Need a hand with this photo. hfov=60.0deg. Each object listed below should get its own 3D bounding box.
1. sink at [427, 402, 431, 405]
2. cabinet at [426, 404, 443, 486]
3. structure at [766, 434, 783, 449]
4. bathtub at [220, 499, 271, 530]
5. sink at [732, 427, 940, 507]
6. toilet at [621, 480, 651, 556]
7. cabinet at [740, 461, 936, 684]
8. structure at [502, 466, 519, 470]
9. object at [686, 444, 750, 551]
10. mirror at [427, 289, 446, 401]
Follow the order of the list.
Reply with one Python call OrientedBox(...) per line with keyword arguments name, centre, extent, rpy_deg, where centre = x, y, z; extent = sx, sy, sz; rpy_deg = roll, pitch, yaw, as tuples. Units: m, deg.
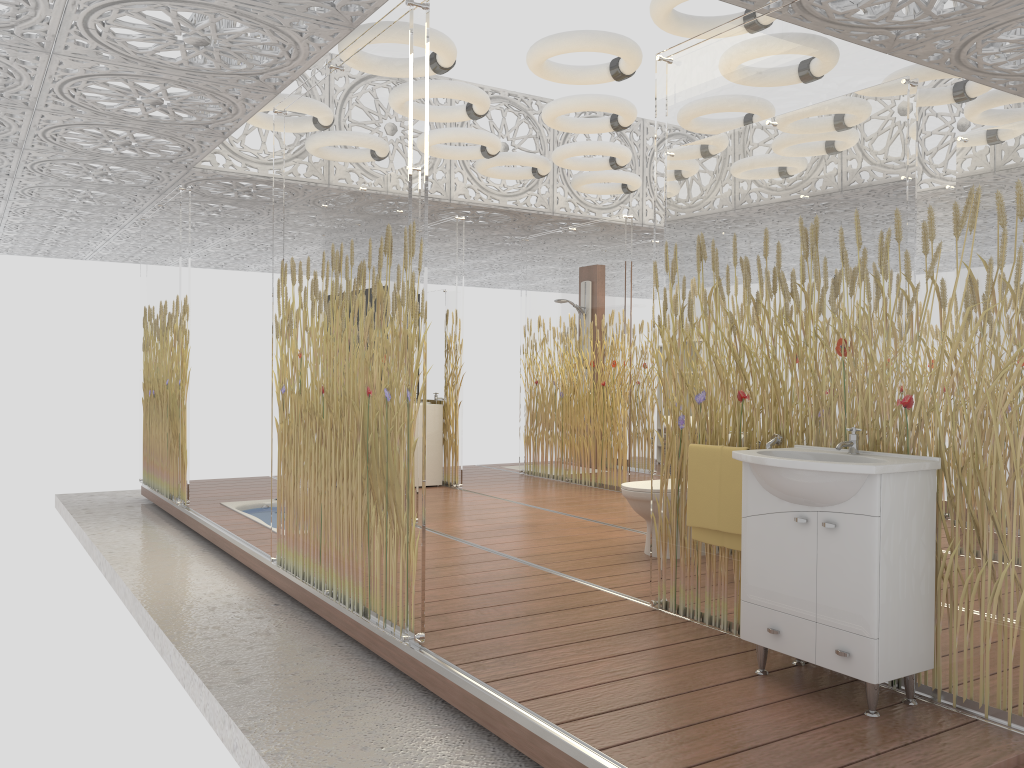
OrientedBox(name="sink", centre=(-1.062, 0.219, 8.767), extent=(0.499, 0.266, 0.573), rpy_deg=(0, 1, -29))
OrientedBox(name="cabinet", centre=(-1.078, 0.587, 8.760), extent=(0.549, 0.782, 0.643), rpy_deg=(0, 1, -32))
OrientedBox(name="structure", centre=(0.914, 0.287, 3.653), extent=(0.115, 0.183, 0.405), rpy_deg=(0, 1, -34))
OrientedBox(name="bathtub", centre=(-1.689, 1.118, 6.864), extent=(0.700, 0.582, 1.700), rpy_deg=(0, 1, -32))
OrientedBox(name="sink", centre=(1.081, 0.286, 3.094), extent=(0.454, 0.263, 0.603), rpy_deg=(0, 1, -32))
OrientedBox(name="toilet", centre=(0.955, 0.835, 5.471), extent=(0.611, 0.437, 0.401), rpy_deg=(0, 1, -32))
OrientedBox(name="cabinet", centre=(1.133, 0.612, 3.135), extent=(0.316, 0.678, 0.580), rpy_deg=(0, 1, -32))
OrientedBox(name="structure", centre=(0.499, 1.011, 10.356), extent=(0.879, 0.039, 1.053), rpy_deg=(0, 1, -32))
OrientedBox(name="object", centre=(0.855, 0.467, 3.688), extent=(0.042, 0.427, 0.295), rpy_deg=(0, 1, -41))
OrientedBox(name="mirror", centre=(-1.026, -0.388, 9.198), extent=(0.009, 1.081, 1.422), rpy_deg=(0, 1, -32))
